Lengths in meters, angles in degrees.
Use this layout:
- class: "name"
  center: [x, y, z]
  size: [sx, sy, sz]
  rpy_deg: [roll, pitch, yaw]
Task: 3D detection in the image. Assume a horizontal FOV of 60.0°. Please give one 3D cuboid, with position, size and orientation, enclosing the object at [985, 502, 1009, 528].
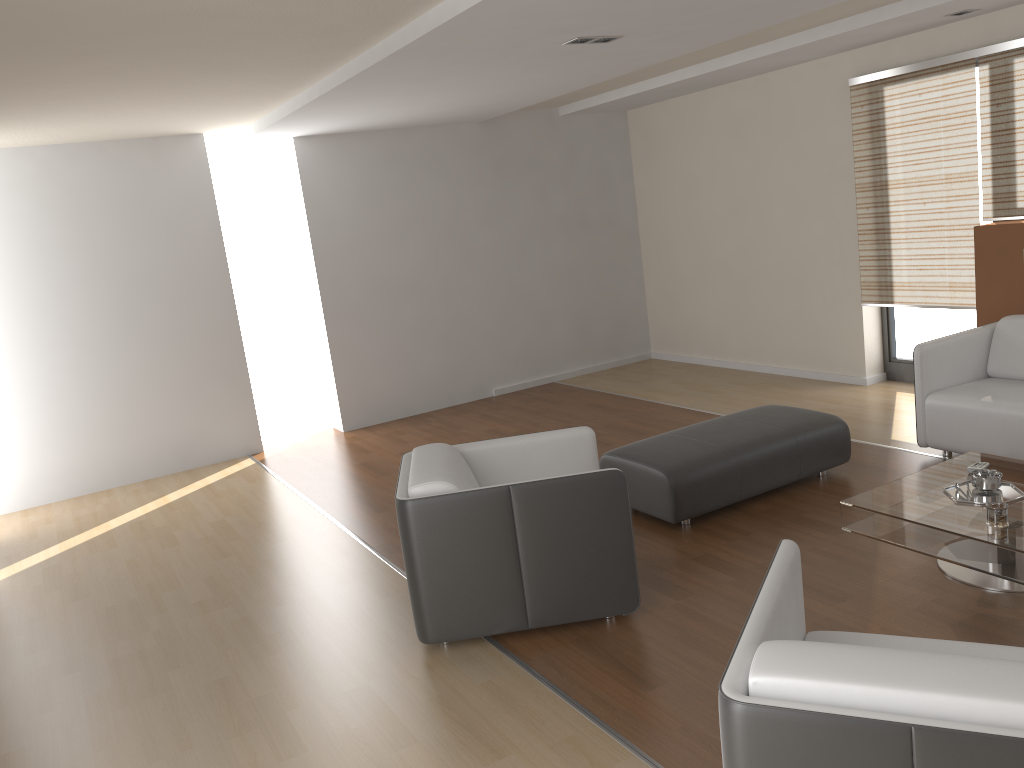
- class: "object"
  center: [1.833, 0.494, 3.350]
  size: [0.079, 0.077, 0.079]
  rpy_deg: [-16, 14, -38]

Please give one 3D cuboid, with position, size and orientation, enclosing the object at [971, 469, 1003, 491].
- class: "object"
  center: [1.987, 0.400, 3.712]
  size: [0.118, 0.079, 0.117]
  rpy_deg: [-12, 12, -21]

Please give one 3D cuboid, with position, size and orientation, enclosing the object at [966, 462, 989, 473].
- class: "object"
  center: [2.080, 0.368, 3.951]
  size: [0.064, 0.029, 0.158]
  rpy_deg: [3, 15, 42]

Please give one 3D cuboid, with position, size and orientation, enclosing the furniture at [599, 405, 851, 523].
- class: "furniture"
  center: [1.198, 0.400, 4.983]
  size: [1.291, 0.301, 0.685]
  rpy_deg: [-13, 12, -27]

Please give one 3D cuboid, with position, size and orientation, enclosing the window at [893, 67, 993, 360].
- class: "window"
  center: [3.090, -1.162, 6.411]
  size: [0.010, 2.093, 0.889]
  rpy_deg: [-13, 12, -27]

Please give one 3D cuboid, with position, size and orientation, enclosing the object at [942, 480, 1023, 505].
- class: "object"
  center: [1.953, 0.449, 3.672]
  size: [0.315, 0.011, 0.273]
  rpy_deg: [-12, 12, -21]

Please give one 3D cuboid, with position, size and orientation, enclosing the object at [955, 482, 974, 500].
- class: "object"
  center: [1.884, 0.442, 3.680]
  size: [0.051, 0.035, 0.147]
  rpy_deg: [-5, 11, 13]

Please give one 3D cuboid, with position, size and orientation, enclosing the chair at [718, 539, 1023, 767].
- class: "chair"
  center: [0.983, 0.834, 2.117]
  size: [0.767, 0.706, 0.919]
  rpy_deg: [-2, 12, 27]

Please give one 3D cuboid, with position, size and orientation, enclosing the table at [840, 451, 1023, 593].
- class: "table"
  center: [2.033, 0.603, 3.645]
  size: [0.900, 0.300, 0.900]
  rpy_deg: [-13, 12, -27]

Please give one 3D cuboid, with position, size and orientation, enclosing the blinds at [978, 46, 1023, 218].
- class: "blinds"
  center: [3.381, -1.513, 5.117]
  size: [0.001, 1.044, 1.432]
  rpy_deg: [-13, 12, -27]

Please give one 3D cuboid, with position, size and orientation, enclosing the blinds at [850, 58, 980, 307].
- class: "blinds"
  center: [2.822, -1.354, 6.237]
  size: [0.001, 1.635, 0.980]
  rpy_deg: [-13, 12, -27]

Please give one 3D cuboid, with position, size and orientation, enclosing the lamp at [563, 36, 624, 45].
- class: "lamp"
  center: [0.419, -1.843, 4.644]
  size: [0.291, 0.087, 0.146]
  rpy_deg: [-13, 12, -27]

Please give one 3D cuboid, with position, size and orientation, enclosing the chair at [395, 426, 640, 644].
- class: "chair"
  center: [0.002, 0.599, 3.862]
  size: [0.919, 0.661, 0.767]
  rpy_deg: [-8, 11, -3]

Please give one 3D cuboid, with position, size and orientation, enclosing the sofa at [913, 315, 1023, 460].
- class: "sofa"
  center: [3.236, 0.081, 4.313]
  size: [0.919, 0.661, 2.238]
  rpy_deg: [-13, 12, -27]

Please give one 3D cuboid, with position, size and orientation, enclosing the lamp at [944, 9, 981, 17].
- class: "lamp"
  center: [2.729, -2.294, 5.381]
  size: [0.146, 0.087, 0.146]
  rpy_deg: [-13, 12, -27]
